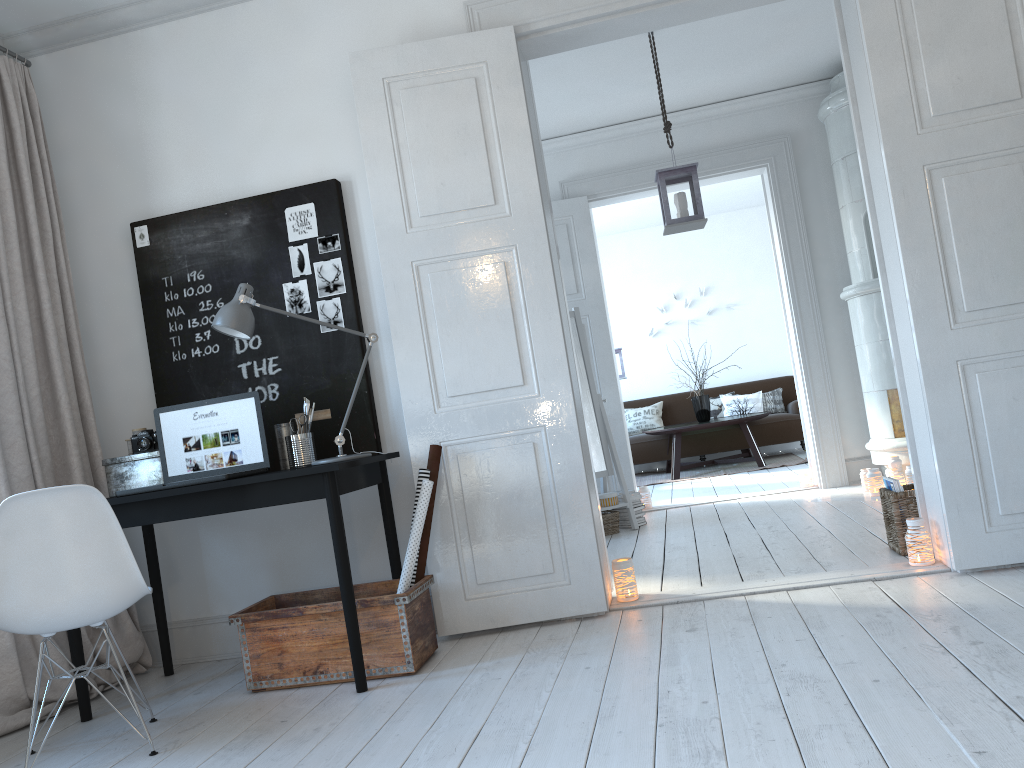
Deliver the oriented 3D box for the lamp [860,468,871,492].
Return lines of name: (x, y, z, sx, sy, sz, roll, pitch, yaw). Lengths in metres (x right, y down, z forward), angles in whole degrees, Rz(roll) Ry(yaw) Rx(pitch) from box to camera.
lamp: (2.292, 0.620, 5.713, 0.084, 0.146, 0.084, -9, -2, 15)

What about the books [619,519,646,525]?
books: (0.775, 0.915, 5.864, 0.128, 0.016, 0.177, -7, -3, -39)

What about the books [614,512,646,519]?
books: (0.768, 0.870, 5.861, 0.132, 0.017, 0.187, -7, -3, -43)

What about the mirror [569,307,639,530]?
mirror: (0.363, 0.245, 5.749, 0.610, 1.488, 0.417, -8, -2, -25)

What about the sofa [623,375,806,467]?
sofa: (2.133, 0.469, 9.801, 2.166, 0.824, 0.969, -9, -2, 10)

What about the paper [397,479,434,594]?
paper: (-0.378, 0.674, 3.218, 0.283, 0.626, 0.041, -9, -1, -12)

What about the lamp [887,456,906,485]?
lamp: (2.422, 0.562, 5.588, 0.098, 0.210, 0.098, -9, -2, 15)

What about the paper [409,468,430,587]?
paper: (-0.370, 0.658, 3.276, 0.266, 0.668, 0.043, -8, -2, -35)

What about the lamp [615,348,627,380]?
lamp: (0.943, -0.910, 9.242, 0.228, 1.761, 0.228, -9, -1, 7)

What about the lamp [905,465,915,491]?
lamp: (2.422, 0.573, 5.338, 0.089, 0.166, 0.089, -9, -2, 9)

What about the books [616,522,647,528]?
books: (0.782, 0.931, 5.865, 0.128, 0.016, 0.179, -7, -3, -42)

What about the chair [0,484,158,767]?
chair: (-1.343, 0.725, 2.713, 0.474, 0.824, 0.555, -8, -2, -25)

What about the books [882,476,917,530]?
books: (1.726, 0.534, 3.772, 0.201, 0.300, 0.179, -9, -2, 10)

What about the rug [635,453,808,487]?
rug: (2.053, 0.851, 9.041, 1.711, 0.055, 1.456, -9, -3, 11)

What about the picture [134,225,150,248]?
picture: (-1.588, -0.634, 3.805, 0.061, 0.088, 0.004, -9, -1, 7)

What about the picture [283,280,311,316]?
picture: (-0.892, -0.356, 3.677, 0.107, 0.150, 0.001, -9, -1, 10)

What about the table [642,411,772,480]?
table: (2.012, 0.629, 9.021, 1.300, 0.503, 1.300, -9, -2, 0)

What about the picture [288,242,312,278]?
picture: (-0.879, -0.512, 3.676, 0.083, 0.146, 0.002, -9, -1, 10)

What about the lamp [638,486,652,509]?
lamp: (0.991, 0.846, 6.600, 0.089, 0.166, 0.089, -9, -2, 9)

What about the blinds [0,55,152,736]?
blinds: (-1.885, -0.084, 3.395, 0.225, 2.646, 0.831, -9, -2, 10)

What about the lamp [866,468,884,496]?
lamp: (2.248, 0.607, 5.486, 0.089, 0.166, 0.089, -9, -2, 12)

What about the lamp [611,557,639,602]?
lamp: (0.461, 0.800, 3.620, 0.089, 0.166, 0.089, -9, -2, 3)

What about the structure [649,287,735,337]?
structure: (2.063, -0.859, 10.280, 1.025, 0.478, 0.085, -9, -2, 10)

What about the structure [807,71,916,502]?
structure: (2.407, -0.668, 5.761, 1.246, 2.826, 0.802, -8, -2, -35)

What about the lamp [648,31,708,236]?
lamp: (0.813, -1.726, 4.901, 0.228, 1.761, 0.228, -9, -1, 7)

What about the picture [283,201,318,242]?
picture: (-0.872, -0.675, 3.673, 0.148, 0.154, 0.004, -9, -1, 10)

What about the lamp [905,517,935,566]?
lamp: (1.572, 0.611, 3.429, 0.093, 0.179, 0.093, -9, -2, -7)

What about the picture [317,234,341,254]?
picture: (-0.755, -0.580, 3.653, 0.095, 0.071, 0.001, -9, -1, 10)

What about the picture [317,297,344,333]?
picture: (-0.748, -0.286, 3.652, 0.103, 0.136, 0.001, -9, -1, 10)

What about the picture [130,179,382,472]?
picture: (-1.092, -0.194, 3.746, 0.953, 1.171, 0.064, -9, -1, 10)

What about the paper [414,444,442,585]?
paper: (-0.338, 0.613, 3.342, 0.297, 0.746, 0.048, -8, -2, -35)

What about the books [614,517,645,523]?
books: (0.772, 0.899, 5.862, 0.128, 0.016, 0.181, -7, -3, -35)

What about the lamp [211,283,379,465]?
lamp: (-0.795, -0.043, 3.384, 0.616, 0.715, 0.230, -8, -2, -19)

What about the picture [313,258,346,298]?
picture: (-0.752, -0.440, 3.652, 0.121, 0.152, 0.002, -9, -1, 10)

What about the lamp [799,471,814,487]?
lamp: (2.116, 0.687, 6.384, 0.094, 0.110, 0.093, -10, -2, 27)
